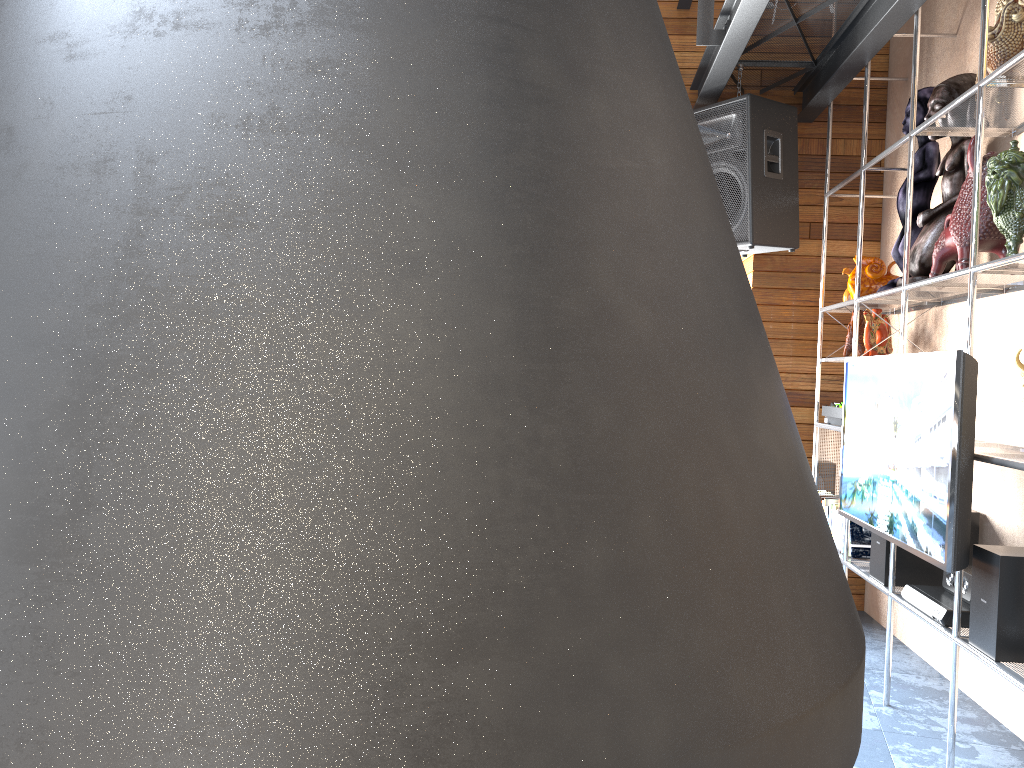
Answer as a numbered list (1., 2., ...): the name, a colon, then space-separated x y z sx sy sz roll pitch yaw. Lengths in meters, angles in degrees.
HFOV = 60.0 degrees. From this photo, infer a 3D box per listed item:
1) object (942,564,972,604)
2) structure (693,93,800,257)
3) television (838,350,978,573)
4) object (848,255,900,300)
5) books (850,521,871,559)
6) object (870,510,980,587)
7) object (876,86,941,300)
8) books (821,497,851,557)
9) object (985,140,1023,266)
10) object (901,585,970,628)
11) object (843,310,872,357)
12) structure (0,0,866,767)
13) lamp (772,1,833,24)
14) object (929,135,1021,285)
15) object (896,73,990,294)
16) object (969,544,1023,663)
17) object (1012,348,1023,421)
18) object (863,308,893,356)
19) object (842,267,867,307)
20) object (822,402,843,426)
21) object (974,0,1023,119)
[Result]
1. object: 1.551 0.680 3.015 0.080 0.101 0.223 2 1 4
2. structure: 1.126 -0.990 4.341 0.488 0.735 0.461 2 1 -36
3. television: 1.351 0.218 3.060 0.115 0.638 1.075 2 1 4
4. object: 1.660 -0.471 3.994 0.278 0.222 0.138 3 1 15
5. books: 1.584 0.685 3.971 0.138 0.185 0.081 2 1 4
6. object: 1.613 0.633 3.480 0.343 0.303 0.175 2 1 4
7. object: 1.673 -0.804 3.709 0.244 0.879 0.244 3 1 32
8. books: 1.584 0.671 4.180 0.139 0.208 0.461 2 1 4
9. object: 1.511 -0.529 2.569 0.255 0.356 0.167 3 1 23
10. object: 1.553 0.759 3.015 0.325 0.058 0.360 2 1 4
11. object: 1.673 -0.234 4.225 0.116 0.229 0.233 3 1 44
12. structure: -0.155 -1.686 0.805 1.197 5.700 1.689 2 1 4
13. lamp: 1.183 -2.055 3.660 0.475 1.002 0.475 3 1 28
14. object: 1.556 -0.575 2.973 0.219 0.440 0.462 2 1 4
15. object: 1.674 -0.778 3.441 0.305 0.840 0.237 2 1 6
16. object: 1.548 0.642 2.579 0.343 0.303 0.175 2 1 4
17. object: 1.483 0.062 2.344 0.325 0.310 0.154 2 1 -11
18. object: 1.664 -0.228 4.024 0.267 0.223 0.060 2 1 -40
19. object: 1.675 -0.474 4.244 0.233 0.209 0.107 2 1 -9
20. object: 1.659 0.144 4.140 0.320 0.114 0.404 2 1 4
21. object: 1.655 -1.145 2.965 0.207 0.442 0.328 2 1 -3
